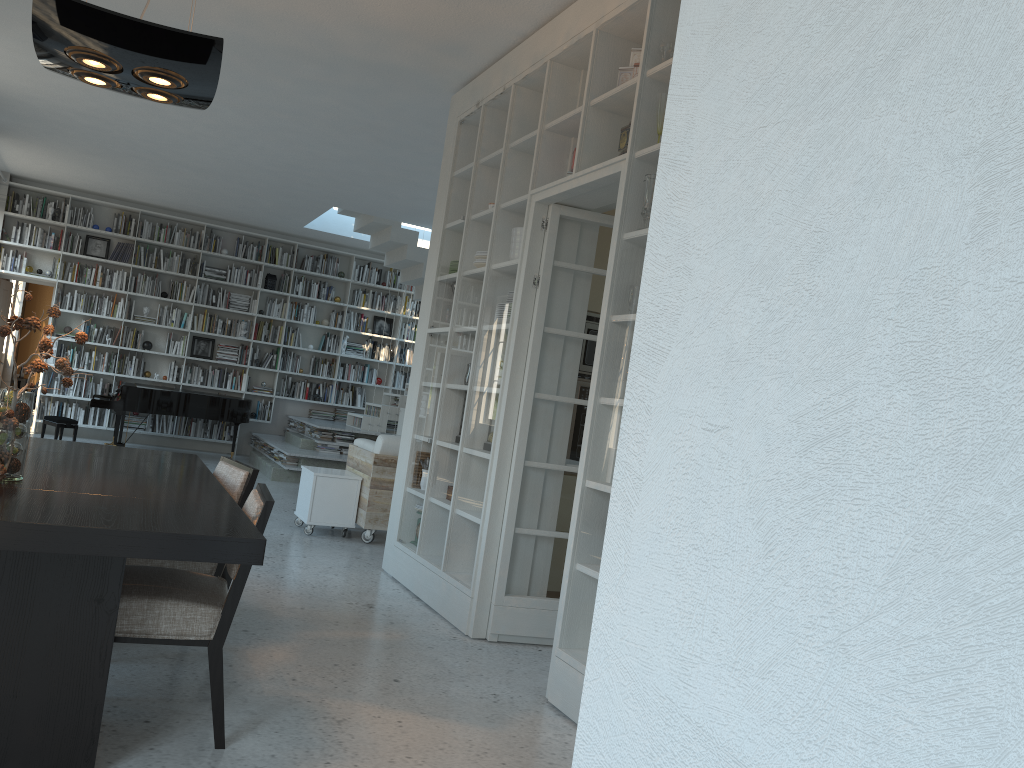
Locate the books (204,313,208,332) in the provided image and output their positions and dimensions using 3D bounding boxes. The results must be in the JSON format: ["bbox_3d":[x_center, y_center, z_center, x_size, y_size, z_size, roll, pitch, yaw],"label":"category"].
[{"bbox_3d":[-4.282,-0.851,12.365,0.015,0.266,0.189,9,-1,-24],"label":"books"}]

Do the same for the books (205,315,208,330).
[{"bbox_3d":[-4.286,-0.839,12.400,0.010,0.244,0.149,9,-1,-24],"label":"books"}]

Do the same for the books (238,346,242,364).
[{"bbox_3d":[-3.871,-0.409,12.593,0.011,0.260,0.184,9,-1,-24],"label":"books"}]

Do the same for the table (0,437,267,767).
[{"bbox_3d":[-1.646,0.668,3.141,1.087,0.736,2.198,9,-2,-24],"label":"table"}]

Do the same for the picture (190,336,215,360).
[{"bbox_3d":[-4.340,-0.505,12.443,0.300,0.299,0.077,9,-1,-24],"label":"picture"}]

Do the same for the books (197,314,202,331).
[{"bbox_3d":[-4.365,-0.853,12.369,0.026,0.248,0.139,9,-1,-24],"label":"books"}]

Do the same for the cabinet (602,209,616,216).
[{"bbox_3d":[1.871,0.294,4.470,1.970,2.567,4.423,9,-2,-24],"label":"cabinet"}]

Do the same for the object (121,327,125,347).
[{"bbox_3d":[-5.261,-0.636,11.987,0.012,0.270,0.130,9,-1,-24],"label":"object"}]

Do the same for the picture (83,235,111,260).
[{"bbox_3d":[-5.543,-1.818,11.843,0.300,0.299,0.077,9,-1,-24],"label":"picture"}]

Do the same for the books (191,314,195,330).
[{"bbox_3d":[-4.445,-0.859,12.338,0.011,0.235,0.141,9,-1,-24],"label":"books"}]

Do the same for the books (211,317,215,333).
[{"bbox_3d":[-4.203,-0.821,12.436,0.025,0.236,0.137,9,-1,-24],"label":"books"}]

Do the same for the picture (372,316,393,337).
[{"bbox_3d":[-1.966,-0.868,13.490,0.300,0.299,0.077,9,-1,-24],"label":"picture"}]

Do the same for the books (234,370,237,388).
[{"bbox_3d":[-3.940,-0.061,12.602,0.010,0.284,0.131,9,-1,-24],"label":"books"}]

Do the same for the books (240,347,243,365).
[{"bbox_3d":[-3.855,-0.404,12.613,0.013,0.256,0.162,9,-1,-24],"label":"books"}]

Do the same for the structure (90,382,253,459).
[{"bbox_3d":[-4.296,0.487,11.227,1.920,0.832,1.334,9,-2,-24],"label":"structure"}]

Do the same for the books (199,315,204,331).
[{"bbox_3d":[-4.338,-0.845,12.375,0.029,0.240,0.155,9,-1,-24],"label":"books"}]

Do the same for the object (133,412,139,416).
[{"bbox_3d":[-5.106,0.389,12.045,0.086,0.087,0.086,7,-2,44],"label":"object"}]

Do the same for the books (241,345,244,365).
[{"bbox_3d":[-3.842,-0.418,12.617,0.011,0.288,0.152,9,-1,-24],"label":"books"}]

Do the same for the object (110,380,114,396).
[{"bbox_3d":[-5.401,0.081,11.966,0.017,0.290,0.089,9,-1,-24],"label":"object"}]

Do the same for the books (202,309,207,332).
[{"bbox_3d":[-4.291,-0.878,12.360,0.014,0.317,0.188,9,-1,-24],"label":"books"}]

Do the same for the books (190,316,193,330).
[{"bbox_3d":[-4.459,-0.871,12.322,0.012,0.254,0.161,9,-1,-24],"label":"books"}]

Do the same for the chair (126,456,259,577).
[{"bbox_3d":[-1.449,0.688,3.655,0.570,0.782,0.479,9,-2,-34],"label":"chair"}]

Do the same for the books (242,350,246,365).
[{"bbox_3d":[-3.824,-0.379,12.633,0.021,0.217,0.132,9,-1,-24],"label":"books"}]

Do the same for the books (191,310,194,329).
[{"bbox_3d":[-4.451,-0.884,12.335,0.010,0.282,0.140,9,-1,-24],"label":"books"}]

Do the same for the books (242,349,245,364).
[{"bbox_3d":[-3.838,-0.389,12.628,0.013,0.232,0.134,9,-1,-24],"label":"books"}]

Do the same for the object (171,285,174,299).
[{"bbox_3d":[-4.677,-1.266,12.213,0.010,0.225,0.142,9,-1,-24],"label":"object"}]

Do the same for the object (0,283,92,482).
[{"bbox_3d":[-1.452,0.007,2.659,0.541,0.601,0.317,7,-2,37],"label":"object"}]

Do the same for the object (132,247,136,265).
[{"bbox_3d":[-5.110,-1.719,11.991,0.012,0.254,0.161,9,-1,-24],"label":"object"}]

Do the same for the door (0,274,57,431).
[{"bbox_3d":[-6.701,-0.421,11.939,0.834,1.980,0.786,9,-1,-24],"label":"door"}]

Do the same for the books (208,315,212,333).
[{"bbox_3d":[-4.241,-0.839,12.432,0.028,0.259,0.134,9,-1,-24],"label":"books"}]

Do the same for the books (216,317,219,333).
[{"bbox_3d":[-4.151,-0.821,12.465,0.011,0.251,0.130,9,-1,-24],"label":"books"}]

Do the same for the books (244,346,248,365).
[{"bbox_3d":[-3.798,-0.407,12.624,0.011,0.279,0.186,9,-1,-24],"label":"books"}]

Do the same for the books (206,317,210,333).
[{"bbox_3d":[-4.265,-0.827,12.416,0.024,0.228,0.147,9,-1,-24],"label":"books"}]

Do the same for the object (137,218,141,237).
[{"bbox_3d":[-5.055,-2.098,11.999,0.012,0.285,0.159,9,-1,-24],"label":"object"}]

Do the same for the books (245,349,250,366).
[{"bbox_3d":[-3.777,-0.379,12.624,0.034,0.229,0.199,9,-1,-24],"label":"books"}]

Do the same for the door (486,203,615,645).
[{"bbox_3d":[0.437,0.250,4.591,0.839,2.227,0.067,9,-1,-14],"label":"door"}]

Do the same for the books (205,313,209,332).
[{"bbox_3d":[-4.267,-0.855,12.388,0.010,0.281,0.170,9,-1,-24],"label":"books"}]

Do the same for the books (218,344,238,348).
[{"bbox_3d":[-4.010,-0.537,12.532,0.254,0.012,0.160,9,-2,-27],"label":"books"}]

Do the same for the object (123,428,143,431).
[{"bbox_3d":[-5.151,0.617,12.074,0.254,0.007,0.161,9,-2,-21],"label":"object"}]

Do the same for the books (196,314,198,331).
[{"bbox_3d":[-4.393,-0.855,12.347,0.042,0.242,0.162,9,-1,-24],"label":"books"}]

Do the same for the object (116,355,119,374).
[{"bbox_3d":[-5.321,-0.267,11.964,0.012,0.254,0.161,9,-1,-24],"label":"object"}]

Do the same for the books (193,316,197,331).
[{"bbox_3d":[-4.407,-0.841,12.328,0.053,0.208,0.156,9,-1,-24],"label":"books"}]

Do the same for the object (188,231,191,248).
[{"bbox_3d":[-4.467,-1.985,12.265,0.010,0.246,0.157,9,-1,-24],"label":"object"}]

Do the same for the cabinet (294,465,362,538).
[{"bbox_3d":[-1.469,0.934,7.031,0.380,0.487,0.502,9,-2,-24],"label":"cabinet"}]

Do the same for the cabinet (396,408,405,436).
[{"bbox_3d":[-1.094,0.692,11.316,0.552,0.667,0.992,9,-2,-24],"label":"cabinet"}]

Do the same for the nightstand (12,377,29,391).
[{"bbox_3d":[-8.631,0.128,15.125,0.650,0.518,0.430,9,-1,-21],"label":"nightstand"}]

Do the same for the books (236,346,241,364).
[{"bbox_3d":[-3.883,-0.408,12.591,0.012,0.254,0.161,9,-1,-24],"label":"books"}]

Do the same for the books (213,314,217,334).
[{"bbox_3d":[-4.179,-0.842,12.438,0.013,0.283,0.176,9,-1,-24],"label":"books"}]

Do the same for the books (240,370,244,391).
[{"bbox_3d":[-3.854,-0.056,12.631,0.011,0.300,0.149,9,-1,-24],"label":"books"}]

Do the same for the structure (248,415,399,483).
[{"bbox_3d":[-1.971,0.943,11.956,2.901,0.659,3.111,9,-2,-24],"label":"structure"}]

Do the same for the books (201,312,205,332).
[{"bbox_3d":[-4.322,-0.864,12.395,0.010,0.284,0.136,9,-1,-24],"label":"books"}]

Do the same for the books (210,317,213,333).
[{"bbox_3d":[-4.217,-0.820,12.421,0.012,0.228,0.169,9,-1,-24],"label":"books"}]

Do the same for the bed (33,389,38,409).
[{"bbox_3d":[-6.966,0.040,14.911,1.771,1.180,2.173,9,-2,-24],"label":"bed"}]

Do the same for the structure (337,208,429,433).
[{"bbox_3d":[-1.448,-0.702,11.696,2.615,3.381,1.953,9,-1,-24],"label":"structure"}]

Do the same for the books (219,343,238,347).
[{"bbox_3d":[-4.007,-0.549,12.530,0.254,0.012,0.161,9,-2,-20],"label":"books"}]

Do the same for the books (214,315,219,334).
[{"bbox_3d":[-4.156,-0.831,12.433,0.028,0.267,0.189,9,-1,-24],"label":"books"}]

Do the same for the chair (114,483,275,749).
[{"bbox_3d":[-1.138,0.709,2.887,0.570,0.782,0.480,9,-1,-19],"label":"chair"}]

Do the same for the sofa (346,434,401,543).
[{"bbox_3d":[-0.265,0.940,7.549,2.196,0.854,0.871,9,-2,-24],"label":"sofa"}]

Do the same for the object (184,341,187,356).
[{"bbox_3d":[-4.543,-0.493,12.320,0.017,0.216,0.103,9,-1,-24],"label":"object"}]
